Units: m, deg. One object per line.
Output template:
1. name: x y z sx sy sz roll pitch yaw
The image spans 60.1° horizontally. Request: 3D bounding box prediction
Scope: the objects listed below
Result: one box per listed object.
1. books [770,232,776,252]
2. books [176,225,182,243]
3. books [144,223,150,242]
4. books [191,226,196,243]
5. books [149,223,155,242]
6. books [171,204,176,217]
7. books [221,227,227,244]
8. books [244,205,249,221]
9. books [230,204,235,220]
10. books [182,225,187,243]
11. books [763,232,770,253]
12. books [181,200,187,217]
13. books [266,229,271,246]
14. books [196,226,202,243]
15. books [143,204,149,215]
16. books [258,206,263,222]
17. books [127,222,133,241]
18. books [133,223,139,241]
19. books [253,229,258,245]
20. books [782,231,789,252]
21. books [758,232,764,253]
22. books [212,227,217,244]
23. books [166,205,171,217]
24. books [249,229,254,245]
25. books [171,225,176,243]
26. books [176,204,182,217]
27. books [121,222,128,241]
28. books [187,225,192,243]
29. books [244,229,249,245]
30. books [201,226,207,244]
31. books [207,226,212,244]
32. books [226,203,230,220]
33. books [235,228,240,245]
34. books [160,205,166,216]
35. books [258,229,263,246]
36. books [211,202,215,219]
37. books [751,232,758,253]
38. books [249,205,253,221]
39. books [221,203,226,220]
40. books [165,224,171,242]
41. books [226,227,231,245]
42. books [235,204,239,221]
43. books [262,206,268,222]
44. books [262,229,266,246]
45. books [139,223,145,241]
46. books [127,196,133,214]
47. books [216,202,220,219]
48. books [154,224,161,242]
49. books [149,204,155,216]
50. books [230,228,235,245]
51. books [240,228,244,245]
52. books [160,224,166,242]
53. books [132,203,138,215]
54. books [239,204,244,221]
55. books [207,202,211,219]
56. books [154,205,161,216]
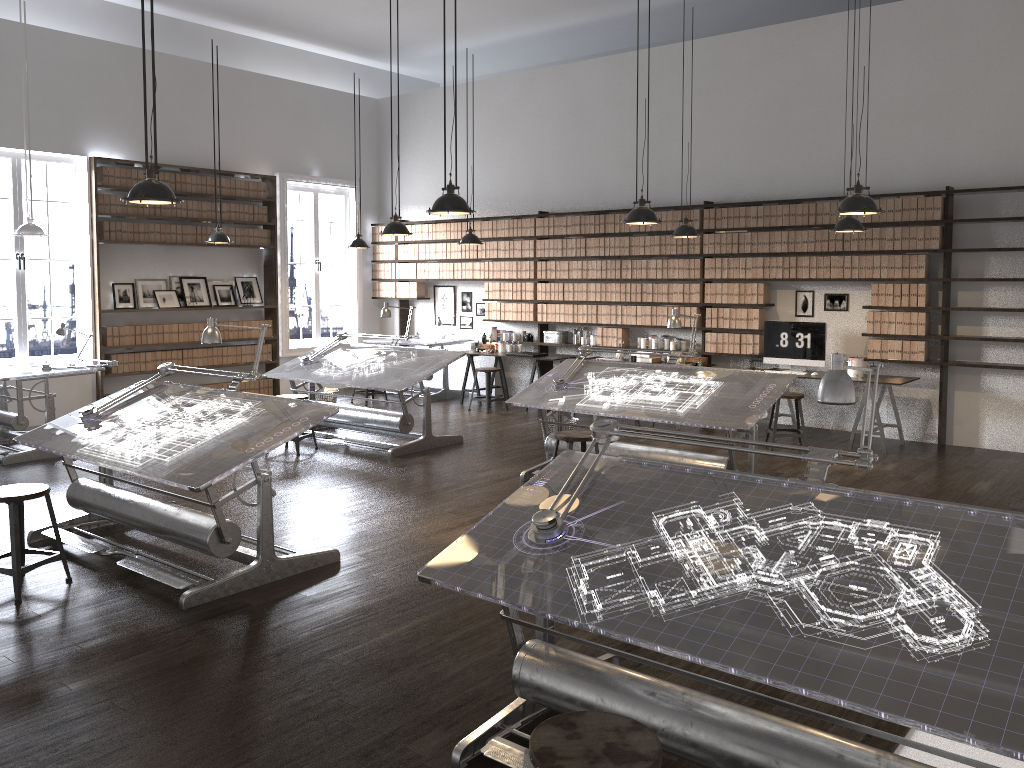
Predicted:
1. books: 2.812 -1.507 9.438 0.067 0.225 0.175 3 6 39
2. books: -4.183 -1.862 11.014 0.175 0.225 0.067 4 6 39
3. books: -4.450 -1.824 10.693 0.175 0.225 0.067 4 6 39
4. books: -4.062 -1.881 11.174 0.175 0.225 0.067 4 6 39
5. books: -4.409 -1.830 10.741 0.175 0.225 0.067 4 6 39
6. books: -4.226 -2.166 10.941 0.175 0.225 0.067 4 6 39
7. books: -3.787 -1.920 11.503 0.175 0.225 0.067 4 6 39
8. books: -3.572 -2.261 11.751 0.175 0.225 0.067 4 6 39
9. books: -3.702 -2.242 11.587 0.175 0.225 0.067 4 6 39
10. books: -4.138 -1.869 11.070 0.175 0.225 0.067 4 6 39
11. books: 2.757 -1.511 9.476 0.067 0.225 0.175 3 6 39
12. books: -4.138 -2.180 11.055 0.175 0.225 0.067 4 6 39
13. books: -3.360 -1.983 12.037 0.175 0.225 0.067 4 6 39
14. books: -4.011 -1.887 11.228 0.175 0.225 0.067 4 6 39
15. books: -4.447 -2.134 10.671 0.175 0.225 0.067 4 6 39
16. books: -3.437 -2.282 11.924 0.175 0.225 0.067 4 6 39
17. books: -4.580 -1.806 10.535 0.175 0.225 0.067 4 6 39
18. books: -4.535 -1.812 10.590 0.175 0.225 0.067 4 6 39
19. books: -3.482 -1.964 11.879 0.175 0.225 0.067 4 6 39
20. books: 2.915 -1.496 9.350 0.067 0.225 0.175 3 6 39
21. books: 2.708 -1.517 9.523 0.067 0.225 0.175 3 6 39
22. books: -3.879 -1.908 11.399 0.175 0.225 0.067 4 6 39
23. books: -4.269 -2.161 10.894 0.175 0.225 0.067 4 6 39
24. books: -3.530 -1.958 11.825 0.175 0.225 0.067 4 6 39
25. books: -4.232 -1.856 10.960 0.175 0.225 0.067 4 6 39
26. books: -4.181 -2.173 10.997 0.175 0.225 0.067 4 6 39
27. books: -4.621 -1.799 10.477 0.175 0.225 0.067 4 6 39
28. books: -4.101 -1.875 11.122 0.175 0.225 0.067 4 6 39
29. books: -3.577 -1.952 11.773 0.175 0.225 0.067 4 6 39
30. books: -3.968 -1.895 11.290 0.175 0.225 0.067 4 6 39
31. books: -3.920 -1.901 11.342 0.175 0.225 0.067 4 6 39
32. books: -3.748 -2.237 11.538 0.175 0.225 0.067 4 6 39
33. books: -3.661 -1.938 11.660 0.175 0.225 0.067 4 6 39
34. books: -4.312 -2.155 10.845 0.175 0.225 0.067 4 6 39
35. books: -3.440 -1.970 11.930 0.175 0.225 0.067 4 6 39
36. books: -3.877 -2.218 11.379 0.175 0.225 0.067 4 6 39
37. books: 2.653 -1.522 9.568 0.067 0.225 0.175 3 6 39
38. books: -3.531 -2.268 11.809 0.175 0.225 0.067 4 6 39
39. books: -3.786 -2.231 11.489 0.175 0.225 0.067 4 6 39
40. books: -4.279 -1.850 10.908 0.175 0.225 0.067 4 6 39
41. books: -3.749 -1.926 11.558 0.175 0.225 0.067 4 6 39
42. books: -3.664 -2.249 11.643 0.175 0.225 0.067 4 6 39
43. books: -3.387 -2.289 11.982 0.175 0.225 0.067 4 6 39
44. books: -3.404 -1.976 11.982 0.175 0.225 0.067 4 6 39
45. books: -4.488 -1.818 10.638 0.175 0.225 0.067 4 6 39
46. books: -4.578 -2.115 10.508 0.175 0.225 0.067 4 6 39
47. books: -3.830 -2.224 11.431 0.175 0.225 0.067 4 6 39
48. books: -4.362 -1.837 10.796 0.175 0.225 0.067 4 6 39
49. books: -4.406 -2.141 10.729 0.175 0.225 0.067 4 6 39
50. books: -3.708 -1.932 11.606 0.175 0.225 0.067 4 6 39
51. books: -3.620 -1.945 11.718 0.175 0.225 0.067 4 6 39
52. books: -4.321 -1.843 10.853 0.175 0.225 0.067 4 6 39
53. books: -4.540 -2.122 10.564 0.175 0.225 0.067 4 6 39
54. books: -3.620 -2.255 11.698 0.175 0.225 0.067 4 6 39
55. books: -3.923 -2.212 11.326 0.175 0.225 0.067 4 6 39
56. books: -4.355 -2.148 10.784 0.175 0.225 0.067 4 6 39
